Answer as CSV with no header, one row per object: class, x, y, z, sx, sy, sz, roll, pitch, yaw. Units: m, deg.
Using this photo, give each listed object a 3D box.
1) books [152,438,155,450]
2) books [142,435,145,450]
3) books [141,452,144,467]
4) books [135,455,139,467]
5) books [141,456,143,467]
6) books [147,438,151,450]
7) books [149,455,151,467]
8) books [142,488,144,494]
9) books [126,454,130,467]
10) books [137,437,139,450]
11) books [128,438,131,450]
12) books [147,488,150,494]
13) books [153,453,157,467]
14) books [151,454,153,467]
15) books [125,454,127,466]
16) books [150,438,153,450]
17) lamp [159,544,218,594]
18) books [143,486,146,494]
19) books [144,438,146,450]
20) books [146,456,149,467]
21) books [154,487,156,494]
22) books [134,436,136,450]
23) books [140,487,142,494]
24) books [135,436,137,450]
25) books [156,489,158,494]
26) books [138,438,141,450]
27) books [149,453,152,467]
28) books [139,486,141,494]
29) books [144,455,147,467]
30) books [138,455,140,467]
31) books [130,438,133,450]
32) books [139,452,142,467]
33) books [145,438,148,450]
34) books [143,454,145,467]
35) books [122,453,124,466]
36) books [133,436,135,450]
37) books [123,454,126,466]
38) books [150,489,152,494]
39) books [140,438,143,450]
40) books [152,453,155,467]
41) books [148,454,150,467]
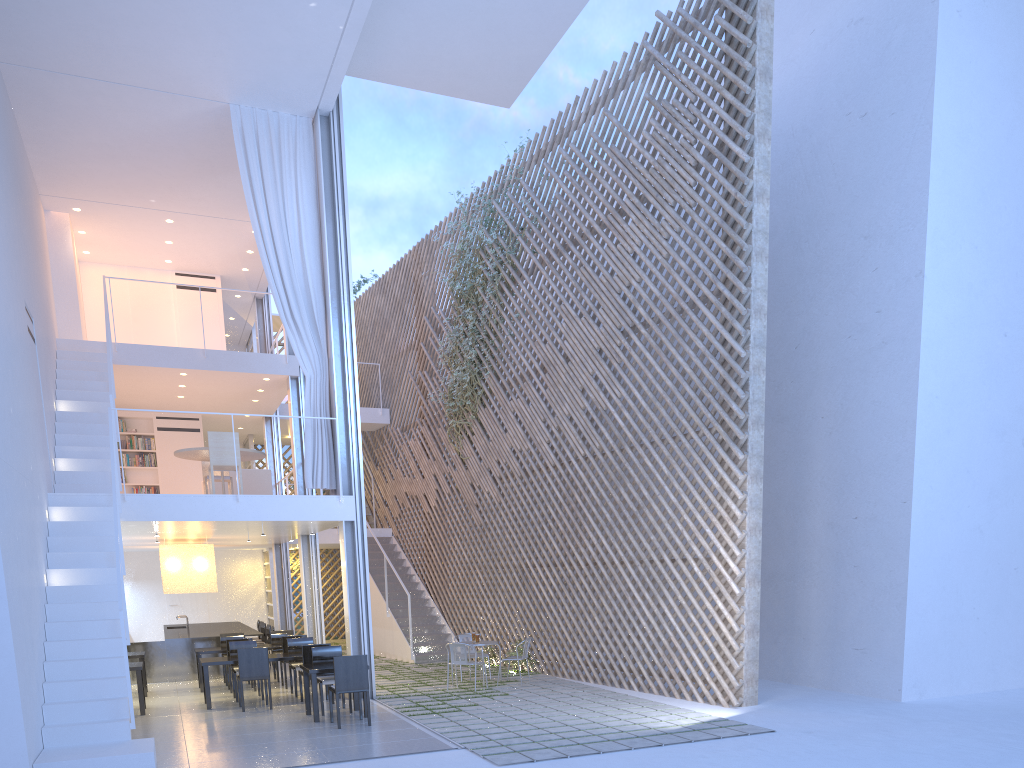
books,-3.333,1.015,6.929,0.038,1.629,3.666,-4,-8,-12
books,-3.399,1.012,6.912,0.030,1.686,3.634,-4,-8,-13
books,-3.811,0.787,8.490,0.011,0.156,0.081,-6,6,-24
books,-3.859,0.798,8.468,0.020,0.125,0.091,-5,3,-24
books,-3.820,0.803,8.490,0.006,0.122,0.080,-6,4,-24
books,-3.361,1.011,6.928,0.045,1.620,3.641,-4,-8,-13
books,-3.747,0.802,8.512,0.005,0.130,0.095,-6,3,-24
books,-3.824,1.150,8.537,0.015,0.128,0.088,-6,3,-24
books,-3.941,0.791,8.445,0.020,0.133,0.069,-5,6,-24
books,-3.424,1.024,6.909,0.025,1.663,3.615,-4,-8,-14
books,-3.429,1.002,6.865,0.123,1.630,3.671,-4,-8,-16
books,-3.777,1.153,8.566,0.020,0.133,0.069,-5,6,-24
books,-3.702,0.798,8.535,0.019,0.147,0.082,-6,5,-24
books,-3.725,0.798,8.523,0.010,0.143,0.088,-6,4,-24
books,-3.950,0.789,8.428,0.007,0.130,0.095,-6,3,-24
books,-3.352,1.024,6.922,0.037,1.655,3.666,-4,-8,-12
lamp,-3.234,1.845,8.145,0.446,0.420,2.343,-1,-11,-23
books,-3.811,1.138,8.541,0.015,0.155,0.086,-6,5,-24
books,-3.392,1.025,6.921,0.024,1.663,3.609,-4,-8,-13
books,-3.768,0.806,8.509,0.018,0.123,0.084,-5,3,-24
books,-3.717,1.148,8.581,0.011,0.147,0.085,-6,5,-24
books,-3.428,1.019,6.915,0.023,1.676,3.589,-4,-8,-15
books,-3.840,1.142,8.534,0.015,0.144,0.078,-6,5,-24
books,-3.417,1.018,6.920,0.023,1.681,3.587,-4,-8,-15
books,-3.703,1.159,8.585,0.015,0.126,0.092,-6,3,-24
books,-3.379,1.010,6.905,0.034,1.629,3.649,-4,-8,-15
books,-3.741,0.795,8.516,0.009,0.148,0.089,-6,5,-24
books,-3.852,1.136,8.527,0.011,0.156,0.081,-6,6,-24
books,-3.782,0.802,8.499,0.015,0.126,0.092,-6,3,-24
books,-3.843,0.798,8.476,0.015,0.128,0.088,-6,3,-24
books,-3.448,1.027,6.906,0.030,1.657,3.590,-4,-8,-16
books,-3.829,0.786,8.480,0.015,0.155,0.086,-6,5,-24
books,-3.369,1.012,6.905,0.037,1.631,3.675,-4,-8,-13
books,-3.799,0.794,8.498,0.015,0.144,0.078,-6,5,-24
books,-3.983,0.781,8.417,0.015,0.144,0.088,-6,4,-24
books,-3.421,1.018,6.919,0.023,1.681,3.582,-4,-8,-16
books,-3.967,0.788,8.421,0.015,0.130,0.094,-6,3,-24
books,-3.756,1.157,8.567,0.018,0.123,0.084,-5,3,-24
books,-3.384,0.993,6.909,0.029,1.597,3.637,-4,-8,-14
books,-3.716,0.797,8.528,0.011,0.147,0.085,-6,5,-24
books,-3.753,0.799,8.509,0.008,0.136,0.094,-6,3,-24
